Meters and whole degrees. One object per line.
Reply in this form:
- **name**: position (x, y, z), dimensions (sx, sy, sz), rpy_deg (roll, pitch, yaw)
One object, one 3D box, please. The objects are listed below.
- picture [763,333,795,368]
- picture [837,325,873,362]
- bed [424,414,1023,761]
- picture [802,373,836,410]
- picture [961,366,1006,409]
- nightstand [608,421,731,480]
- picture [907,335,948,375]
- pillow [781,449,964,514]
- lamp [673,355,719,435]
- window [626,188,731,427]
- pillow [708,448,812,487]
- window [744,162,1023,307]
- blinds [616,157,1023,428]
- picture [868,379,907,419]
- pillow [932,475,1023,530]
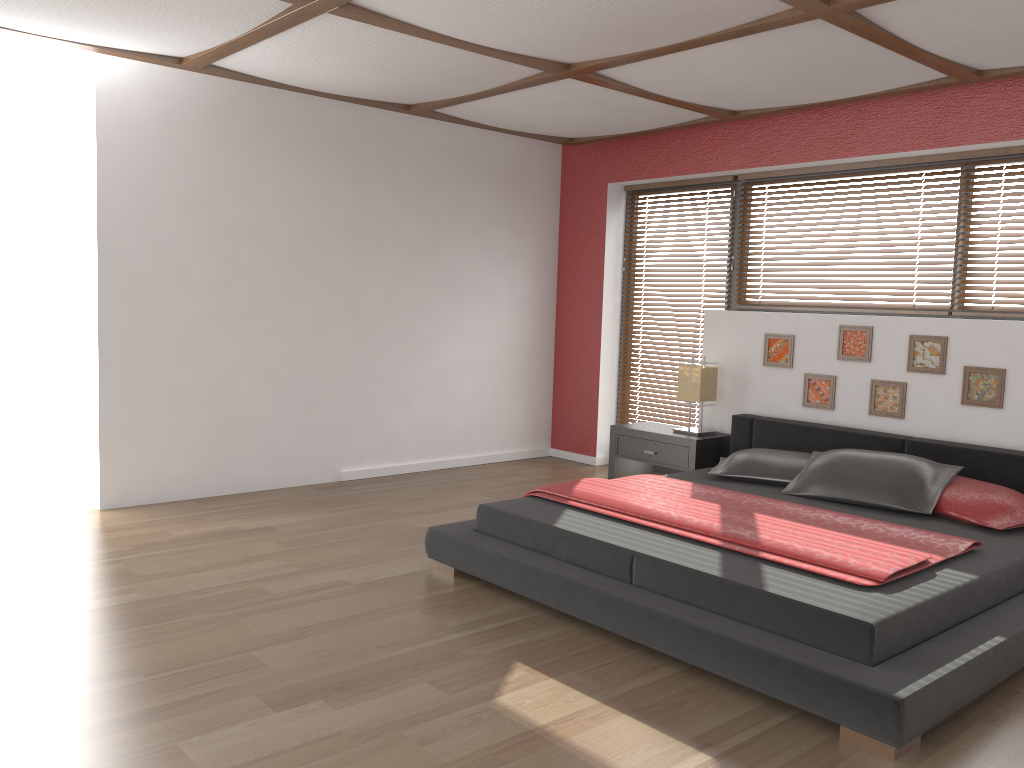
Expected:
- **picture**: position (1.616, -0.201, 5.377), dimensions (0.010, 0.200, 0.200), rpy_deg (-3, 7, -41)
- **picture**: position (1.935, -0.229, 5.008), dimensions (0.010, 0.200, 0.200), rpy_deg (-3, 7, -41)
- **bed**: position (1.146, 0.589, 4.060), dimensions (2.413, 0.577, 2.469), rpy_deg (-3, 7, -41)
- **picture**: position (1.795, 0.044, 5.184), dimensions (0.010, 0.200, 0.200), rpy_deg (-3, 7, -41)
- **picture**: position (2.390, 0.016, 4.498), dimensions (0.010, 0.200, 0.200), rpy_deg (-3, 7, -41)
- **nightstand**: position (1.016, 0.507, 5.731), dimensions (0.413, 0.423, 0.700), rpy_deg (-3, 7, -41)
- **picture**: position (2.202, -0.156, 4.705), dimensions (0.010, 0.200, 0.200), rpy_deg (-3, 7, -41)
- **pillow**: position (1.716, 0.446, 4.280), dimensions (0.744, 0.241, 0.386), rpy_deg (7, 7, 44)
- **lamp**: position (1.166, 0.061, 5.595), dimensions (0.200, 0.480, 0.200), rpy_deg (-3, 7, -41)
- **window**: position (1.188, -0.446, 6.396), dimensions (0.020, 1.893, 0.889), rpy_deg (-3, 7, -41)
- **pillow**: position (1.443, 0.448, 4.726), dimensions (0.745, 0.172, 0.418), rpy_deg (4, 6, 24)
- **window**: position (2.486, -0.808, 4.883), dimensions (0.020, 0.786, 2.817), rpy_deg (-3, 7, -41)
- **blinds**: position (2.413, -0.230, 4.894), dimensions (0.032, 1.952, 4.840), rpy_deg (-3, 7, -41)
- **picture**: position (2.064, 0.082, 4.876), dimensions (0.010, 0.200, 0.200), rpy_deg (-3, 7, -41)
- **pillow**: position (2.081, 0.529, 4.078), dimensions (0.418, 0.172, 0.745), rpy_deg (0, 6, -22)
